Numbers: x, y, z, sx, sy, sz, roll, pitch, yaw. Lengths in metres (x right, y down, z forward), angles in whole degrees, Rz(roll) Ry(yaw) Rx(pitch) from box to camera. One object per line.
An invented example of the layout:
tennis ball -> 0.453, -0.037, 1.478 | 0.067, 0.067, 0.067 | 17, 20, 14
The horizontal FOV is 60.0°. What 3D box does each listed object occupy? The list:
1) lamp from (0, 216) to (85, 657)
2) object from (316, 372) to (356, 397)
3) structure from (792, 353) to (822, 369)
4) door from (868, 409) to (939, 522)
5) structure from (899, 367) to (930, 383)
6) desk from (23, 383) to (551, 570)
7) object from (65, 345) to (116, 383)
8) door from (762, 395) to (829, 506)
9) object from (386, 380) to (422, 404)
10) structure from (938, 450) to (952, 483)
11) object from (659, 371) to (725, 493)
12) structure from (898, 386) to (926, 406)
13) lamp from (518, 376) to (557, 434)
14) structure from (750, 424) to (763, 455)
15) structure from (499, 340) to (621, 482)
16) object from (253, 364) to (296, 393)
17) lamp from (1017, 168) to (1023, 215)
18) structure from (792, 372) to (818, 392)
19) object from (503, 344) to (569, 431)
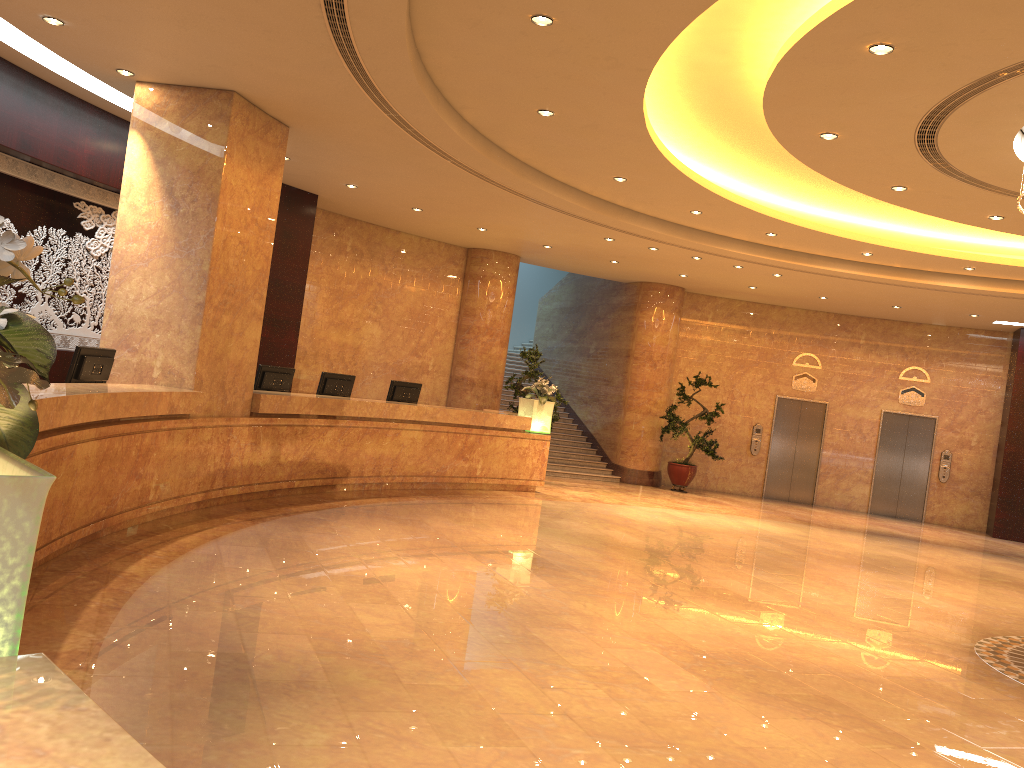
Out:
lamp -> -0.946, 0.126, 1.212 | 0.580, 0.923, 0.570 | 8, 0, -25
object -> -2.314, 0.108, 11.580 | 0.531, 0.500, 0.430 | 8, 0, -19
structure -> 6.095, -0.492, 18.273 | 0.600, 0.293, 0.010 | 8, 0, 3
door -> 7.921, 1.653, 18.002 | 1.070, 2.149, 0.150 | 8, 0, 14
structure -> 8.166, -0.206, 17.952 | 0.600, 0.293, 0.010 | 8, 0, 14
desk -> -2.353, 0.729, 8.715 | 3.466, 1.155, 12.951 | 8, 0, 13
object -> -3.583, -0.068, 7.515 | 0.430, 0.500, 0.531 | 8, 0, 40
door -> 5.839, 1.364, 18.315 | 1.070, 2.145, 0.150 | 8, 0, 4
object -> -1.554, 0.214, 12.653 | 0.531, 0.500, 0.430 | 8, 0, -14
structure -> 8.656, 1.646, 17.721 | 0.200, 0.661, 0.053 | 8, 0, 18
object -> 3.446, 0.922, 17.123 | 1.250, 2.363, 0.843 | 8, 0, 0
structure -> 8.106, 0.237, 17.953 | 0.504, 0.405, 0.012 | 8, 0, 14
lamp -> 0.431, 0.307, 13.948 | 0.606, 0.897, 0.532 | 8, 0, -43
structure -> 5.039, 1.146, 18.272 | 0.200, 0.661, 0.053 | 8, 0, 0
structure -> 0.048, -1.162, 20.075 | 9.849, 5.560, 7.472 | 8, 0, -22
object -> -2.848, 0.034, 10.558 | 0.531, 0.500, 0.430 | 8, 0, -25
lamp -> 5.604, -1.463, 6.589 | 3.204, 1.196, 3.206 | 8, 0, 15
structure -> 6.034, -0.049, 18.274 | 0.504, 0.405, 0.012 | 8, 0, 3
object -> 0.279, 0.485, 15.387 | 0.843, 2.363, 1.250 | 8, 0, -41
